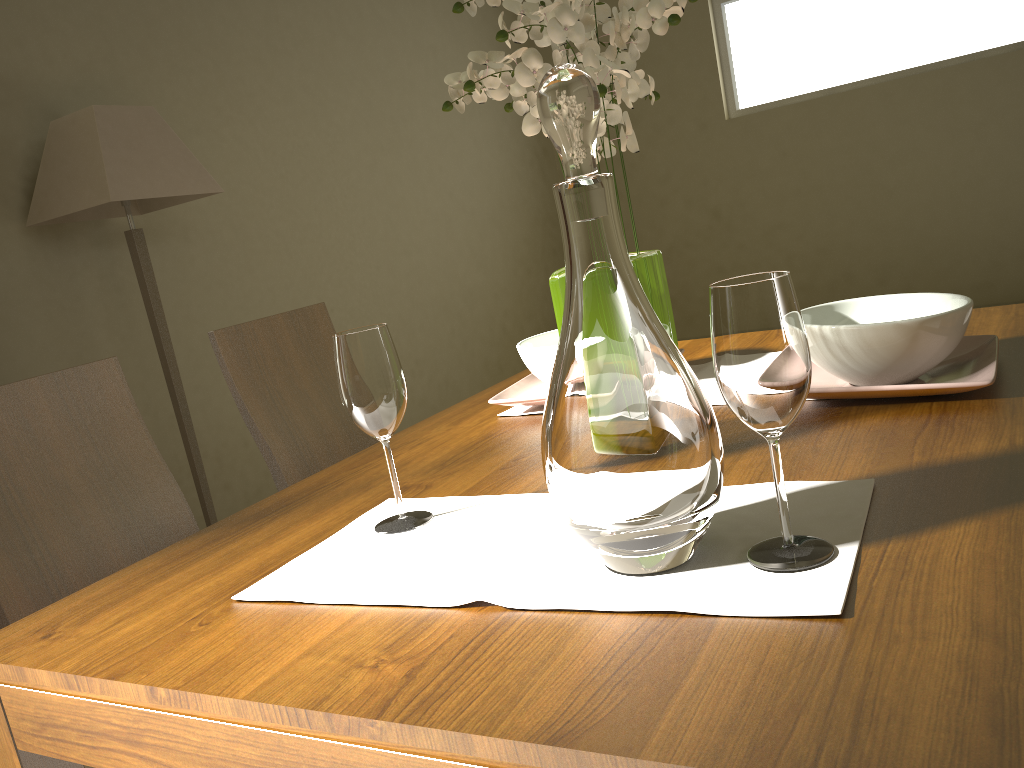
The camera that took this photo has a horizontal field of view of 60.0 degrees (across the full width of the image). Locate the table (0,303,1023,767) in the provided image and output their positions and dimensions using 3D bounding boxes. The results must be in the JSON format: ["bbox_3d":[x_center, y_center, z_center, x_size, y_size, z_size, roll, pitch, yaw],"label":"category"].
[{"bbox_3d":[0.265,0.446,1.313,1.000,0.790,1.411,-5,12,31],"label":"table"}]

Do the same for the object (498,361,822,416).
[{"bbox_3d":[0.293,-0.003,1.476,0.589,0.010,0.287,-5,12,34],"label":"object"}]

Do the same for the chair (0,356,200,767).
[{"bbox_3d":[-0.487,0.466,1.392,0.507,1.017,0.404,-5,12,31],"label":"chair"}]

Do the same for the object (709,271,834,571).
[{"bbox_3d":[0.209,0.029,0.716,0.075,0.232,0.075,-13,10,-10],"label":"object"}]

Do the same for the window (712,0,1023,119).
[{"bbox_3d":[2.364,-2.389,5.800,2.025,0.848,0.100,-5,12,31],"label":"window"}]

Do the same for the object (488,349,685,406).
[{"bbox_3d":[0.139,-0.002,1.551,0.283,0.033,0.283,-7,11,25],"label":"object"}]

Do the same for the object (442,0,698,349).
[{"bbox_3d":[0.099,-0.202,1.083,0.304,0.608,0.302,-5,12,34],"label":"object"}]

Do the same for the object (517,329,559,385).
[{"bbox_3d":[0.131,-0.041,1.544,0.233,0.101,0.233,-8,11,20],"label":"object"}]

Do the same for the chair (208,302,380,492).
[{"bbox_3d":[-0.212,0.321,1.894,0.507,1.017,0.404,-6,11,28],"label":"chair"}]

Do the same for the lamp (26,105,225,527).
[{"bbox_3d":[-1.315,-0.120,3.372,0.499,1.782,0.499,-5,12,31],"label":"lamp"}]

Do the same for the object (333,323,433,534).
[{"bbox_3d":[-0.148,0.051,1.015,0.075,0.232,0.075,-13,10,-10],"label":"object"}]

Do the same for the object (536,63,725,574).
[{"bbox_3d":[0.081,-0.053,0.755,0.156,0.426,0.156,-14,10,-17],"label":"object"}]

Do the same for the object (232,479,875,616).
[{"bbox_3d":[0.036,0.154,0.886,0.589,0.010,0.287,-6,11,28],"label":"object"}]

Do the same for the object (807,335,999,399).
[{"bbox_3d":[0.512,-0.017,1.225,0.283,0.041,0.283,-5,12,31],"label":"object"}]

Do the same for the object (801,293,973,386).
[{"bbox_3d":[0.506,-0.056,1.216,0.232,0.107,0.233,-2,13,42],"label":"object"}]
